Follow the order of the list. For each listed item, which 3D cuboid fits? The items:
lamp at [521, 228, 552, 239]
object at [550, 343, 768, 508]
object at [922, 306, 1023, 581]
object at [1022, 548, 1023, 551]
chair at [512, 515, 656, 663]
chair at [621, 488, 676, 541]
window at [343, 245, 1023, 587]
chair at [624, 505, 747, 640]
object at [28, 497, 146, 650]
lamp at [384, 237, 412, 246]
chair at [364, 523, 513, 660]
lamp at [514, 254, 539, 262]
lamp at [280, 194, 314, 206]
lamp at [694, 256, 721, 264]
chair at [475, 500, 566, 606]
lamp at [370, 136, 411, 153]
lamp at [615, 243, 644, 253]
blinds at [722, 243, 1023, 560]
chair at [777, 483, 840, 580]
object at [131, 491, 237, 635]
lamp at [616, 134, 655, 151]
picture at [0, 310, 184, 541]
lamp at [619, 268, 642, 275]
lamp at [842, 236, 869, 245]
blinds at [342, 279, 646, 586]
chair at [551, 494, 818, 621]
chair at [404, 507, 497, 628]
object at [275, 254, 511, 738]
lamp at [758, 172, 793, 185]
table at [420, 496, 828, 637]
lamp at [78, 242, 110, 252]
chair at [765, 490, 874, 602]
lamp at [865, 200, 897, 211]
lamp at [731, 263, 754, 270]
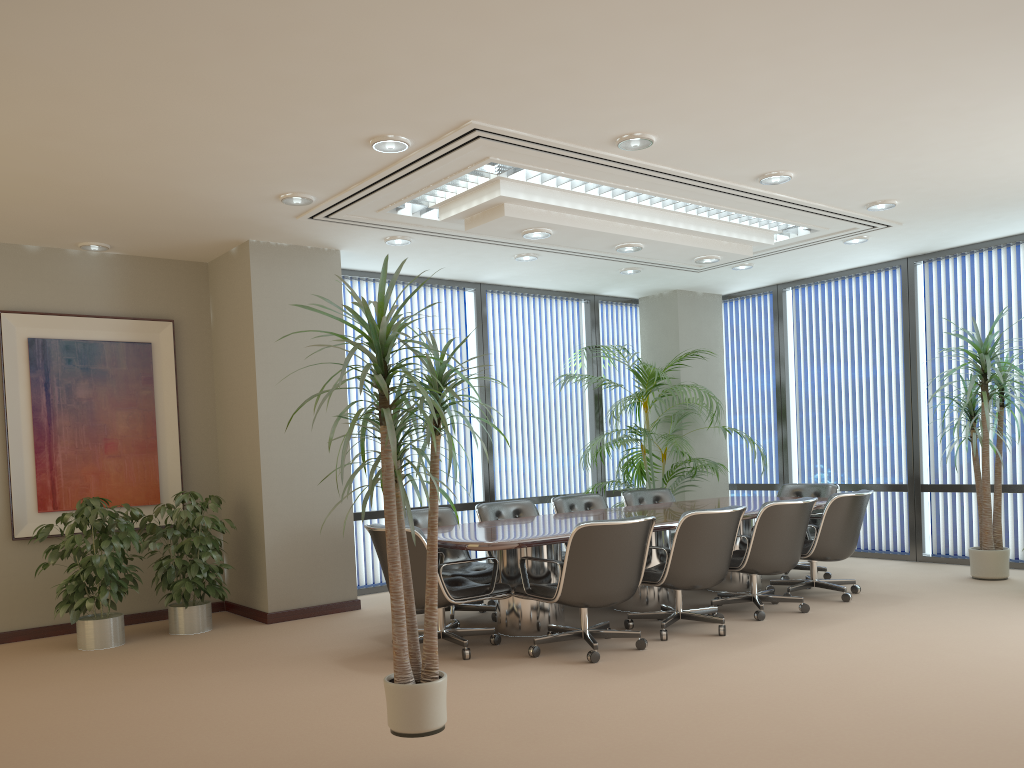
[{"bbox_3d":[0.179,-1.076,6.356,0.225,0.035,0.226,-1,-4,-21],"label":"lamp"},{"bbox_3d":[1.502,0.706,9.546,2.163,2.483,2.091,-2,-1,-17],"label":"object"},{"bbox_3d":[4.106,0.538,7.596,1.019,2.318,1.028,-2,1,27],"label":"object"},{"bbox_3d":[4.453,1.029,6.717,0.981,1.315,0.854,-3,0,23],"label":"object"},{"bbox_3d":[0.464,1.268,5.596,0.751,0.860,0.859,-2,-1,-34],"label":"chair"},{"bbox_3d":[1.513,1.437,8.433,0.757,0.860,0.855,-2,-1,-33],"label":"chair"},{"bbox_3d":[2.042,0.396,9.417,7.375,2.918,3.533,-3,-2,7],"label":"window"},{"bbox_3d":[1.184,1.275,6.103,0.757,0.860,0.855,-2,-1,-38],"label":"chair"},{"bbox_3d":[-3.005,1.369,6.450,0.800,1.095,0.734,-3,0,34],"label":"object"},{"bbox_3d":[-0.923,-1.155,7.153,0.225,0.035,0.226,-1,-4,-21],"label":"lamp"},{"bbox_3d":[-0.501,1.325,5.792,0.851,0.860,0.761,-2,-1,-38],"label":"chair"},{"bbox_3d":[0.129,-1.138,7.975,0.225,0.035,0.226,-1,-4,-14],"label":"lamp"},{"bbox_3d":[-1.437,-1.227,5.898,0.225,0.035,0.226,-1,-4,-21],"label":"lamp"},{"bbox_3d":[1.665,-1.053,7.519,0.225,0.035,0.226,-1,-4,-14],"label":"lamp"},{"bbox_3d":[0.152,1.420,7.422,0.757,0.860,0.855,-2,-1,-38],"label":"chair"},{"bbox_3d":[-0.680,-1.334,4.929,0.225,0.035,0.226,0,-5,-35],"label":"lamp"},{"bbox_3d":[0.922,-1.065,6.938,0.225,0.035,0.226,-1,-4,-14],"label":"lamp"},{"bbox_3d":[3.870,0.288,9.152,0.050,2.911,4.945,-4,-1,-38],"label":"blinds"},{"bbox_3d":[2.622,1.373,8.236,0.850,0.860,0.761,-2,-1,-38],"label":"chair"},{"bbox_3d":[-2.546,1.382,6.891,0.735,1.095,0.798,-2,0,-6],"label":"object"},{"bbox_3d":[0.709,-1.385,5.068,0.226,0.035,0.225,-6,-6,41],"label":"lamp"},{"bbox_3d":[-3.333,0.327,7.077,1.293,1.750,0.058,-2,1,-38],"label":"picture"},{"bbox_3d":[1.180,-1.122,8.798,0.225,0.035,0.226,-1,-4,-14],"label":"lamp"},{"bbox_3d":[3.064,-1.276,7.860,0.226,0.035,0.225,-6,-6,41],"label":"lamp"},{"bbox_3d":[0.150,0.488,9.629,4.885,2.913,0.032,0,0,-38],"label":"blinds"},{"bbox_3d":[1.336,1.358,7.285,0.757,0.858,2.536,-2,-3,-38],"label":"chair"},{"bbox_3d":[-0.491,1.406,6.867,0.757,0.860,0.855,-2,-2,-43],"label":"chair"},{"bbox_3d":[-0.425,0.466,3.471,0.807,1.836,0.814,-2,1,27],"label":"object"},{"bbox_3d":[1.760,-1.368,5.890,0.225,0.035,0.226,-1,-4,-14],"label":"lamp"},{"bbox_3d":[1.034,1.406,7.033,4.062,0.750,1.512,1,-4,-38],"label":"table"},{"bbox_3d":[-3.272,-1.070,6.910,0.225,0.035,0.226,0,-5,-28],"label":"lamp"},{"bbox_3d":[2.475,1.299,7.165,0.733,0.860,0.855,-2,-1,-43],"label":"chair"},{"bbox_3d":[2.811,-1.352,6.713,0.225,0.035,0.226,-1,-4,-14],"label":"lamp"},{"bbox_3d":[2.306,-1.169,8.828,0.225,0.035,0.226,0,-5,-28],"label":"lamp"}]
